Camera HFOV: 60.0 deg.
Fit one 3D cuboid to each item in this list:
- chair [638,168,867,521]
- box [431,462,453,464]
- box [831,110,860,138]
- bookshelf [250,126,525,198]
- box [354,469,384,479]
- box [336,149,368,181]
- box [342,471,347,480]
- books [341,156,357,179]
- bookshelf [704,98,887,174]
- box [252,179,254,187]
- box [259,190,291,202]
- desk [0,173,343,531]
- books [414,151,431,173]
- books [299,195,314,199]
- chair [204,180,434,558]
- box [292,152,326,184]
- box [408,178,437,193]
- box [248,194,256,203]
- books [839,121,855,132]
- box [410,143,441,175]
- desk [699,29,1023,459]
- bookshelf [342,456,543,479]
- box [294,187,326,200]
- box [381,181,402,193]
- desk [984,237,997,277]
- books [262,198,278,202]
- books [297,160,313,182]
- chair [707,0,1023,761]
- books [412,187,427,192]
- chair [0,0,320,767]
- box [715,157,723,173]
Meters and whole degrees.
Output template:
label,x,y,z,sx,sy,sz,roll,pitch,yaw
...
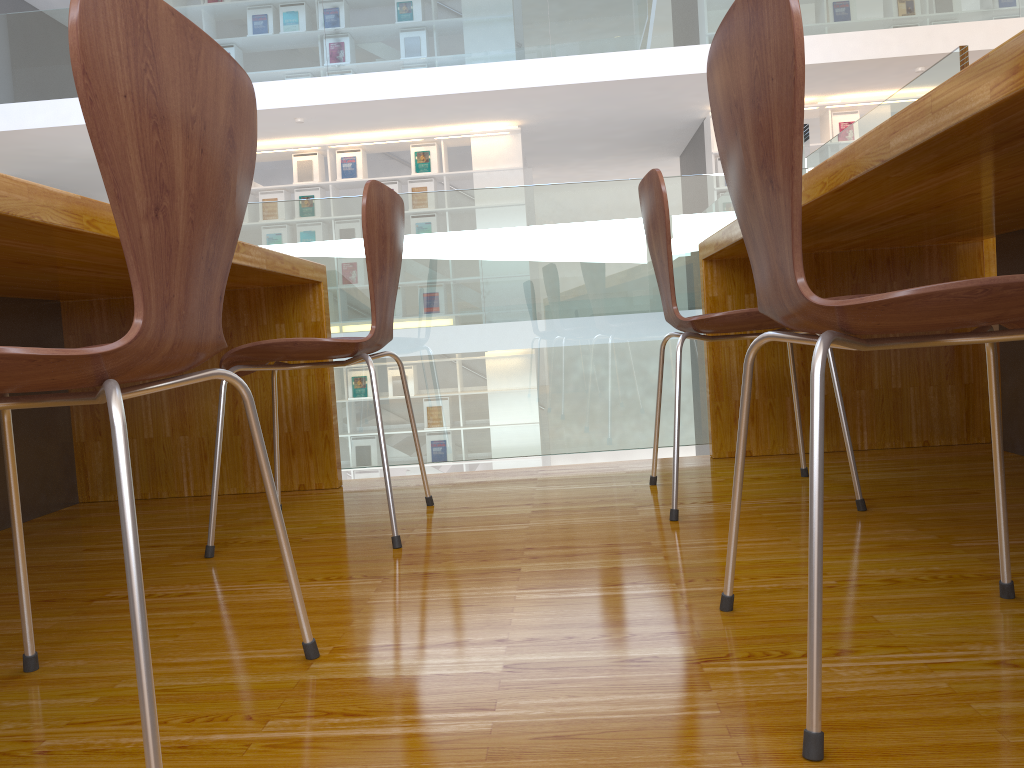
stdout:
label,x,y,z,sx,sy,sz,roll,pitch,yaw
chair,0.485,-0.100,1.910,0.381,0.693,0.428,-4,3,4
box,-0.688,0.600,8.549,0.245,0.296,0.274,-4,3,4
box,3.073,-2.358,8.219,0.245,0.296,0.274,-4,3,4
bookshelf,-1.684,-1.385,8.490,3.666,1.836,0.498,-4,3,4
box,-1.382,0.972,8.611,0.245,0.296,0.274,-4,3,4
box,-1.527,-2.068,8.445,0.245,0.296,0.274,-4,3,4
box,-1.756,0.996,8.635,0.245,0.296,0.274,-4,3,4
books,-1.534,-2.032,8.340,0.145,0.210,0.037,-4,3,4
bookshelf,3.360,-1.700,8.174,2.984,1.836,0.498,-4,3,4
box,-2.651,-1.998,8.514,0.245,0.296,0.274,-4,3,4
box,-2.272,-1.692,8.510,0.245,0.296,0.274,-4,3,4
desk,-1.188,0.316,0.876,1.248,1.022,3.216,-4,3,4
books,-0.836,-2.074,8.297,0.145,0.210,0.037,-4,3,4
books,-1.937,-1.675,8.384,0.145,0.210,0.037,-4,3,4
chair,-0.404,-0.039,1.854,0.381,0.693,0.428,-4,3,4
box,-1.943,-2.041,8.470,0.245,0.296,0.274,-4,3,4
box,-0.846,-1.781,8.421,0.245,0.296,0.274,-4,3,4
box,-2.629,-1.670,8.544,0.245,0.296,0.274,-4,3,4
books,3.076,-2.296,8.122,0.145,0.210,0.037,-4,3,4
box,-0.819,-2.112,8.401,0.245,0.296,0.274,-4,3,4
desk,0.827,-0.022,0.826,0.760,0.606,3.356,-4,3,4
bookshelf,-1.546,0.665,8.651,3.666,1.836,0.397,-4,3,4
box,-1.929,-1.713,8.489,0.245,0.296,0.274,-4,3,4
box,-1.185,-1.763,8.442,0.245,0.296,0.274,-4,3,4
desk,3.100,-0.772,4.145,3.196,0.757,1.248,-4,3,4
books,-2.291,-1.653,8.409,0.145,0.210,0.037,-4,3,4
books,-1.952,-2.005,8.366,0.145,0.210,0.037,-4,3,4
chair,0.429,-0.045,0.942,0.381,0.693,0.428,-4,3,4
books,-0.865,-1.742,8.321,0.145,0.210,0.037,-4,3,4
chair,-0.460,0.017,0.886,0.381,0.693,0.428,-4,3,4
box,2.040,-1.965,8.305,0.245,0.296,0.274,-4,3,4
